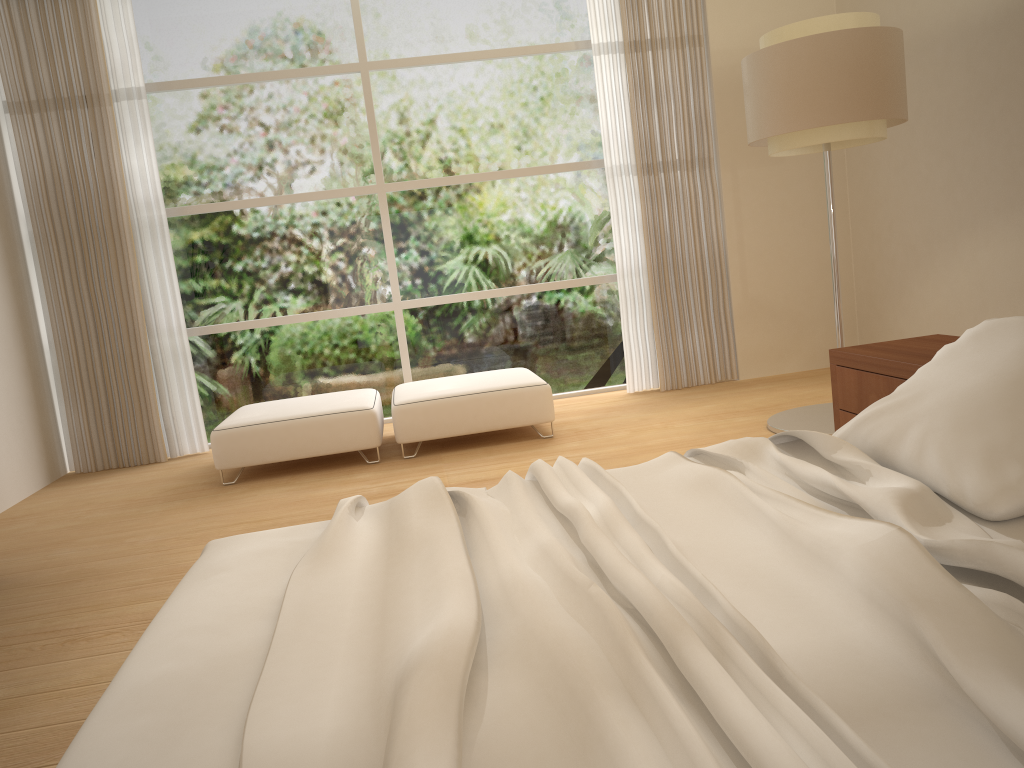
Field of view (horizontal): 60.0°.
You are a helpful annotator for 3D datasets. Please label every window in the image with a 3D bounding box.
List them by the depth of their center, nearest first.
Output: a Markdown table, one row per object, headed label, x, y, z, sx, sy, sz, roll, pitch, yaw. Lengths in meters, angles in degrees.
| label | x | y | z | sx | sy | sz | roll | pitch | yaw |
| --- | --- | --- | --- | --- | --- | --- | --- | --- | --- |
| window | -0.941 | -1.399 | 6.356 | 4.781 | 3.371 | 0.071 | -8 | 8 | -6 |

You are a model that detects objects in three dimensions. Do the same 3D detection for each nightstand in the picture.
| label | x | y | z | sx | sy | sz | roll | pitch | yaw |
| --- | --- | --- | --- | --- | --- | --- | --- | --- | --- |
| nightstand | 1.856 | 0.343 | 1.679 | 0.493 | 0.539 | 4.220 | -8 | 8 | -6 |

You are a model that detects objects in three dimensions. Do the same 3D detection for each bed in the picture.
| label | x | y | z | sx | sy | sz | roll | pitch | yaw |
| --- | --- | --- | --- | --- | --- | --- | --- | --- | --- |
| bed | 0.466 | 0.530 | 1.468 | 2.535 | 0.570 | 2.599 | -8 | 8 | -6 |

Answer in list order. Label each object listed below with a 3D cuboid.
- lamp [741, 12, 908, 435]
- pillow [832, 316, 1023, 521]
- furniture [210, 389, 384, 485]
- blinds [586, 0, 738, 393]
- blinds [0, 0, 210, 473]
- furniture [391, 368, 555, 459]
| label | x | y | z | sx | sy | sz | roll | pitch | yaw |
| --- | --- | --- | --- | --- | --- | --- | --- | --- | --- |
| lamp | 1.663 | -0.790 | 4.590 | 0.817 | 2.018 | 0.817 | -1 | 10 | 36 |
| pillow | 1.170 | 0.101 | 1.547 | 0.561 | 0.339 | 1.720 | -8 | 8 | -6 |
| furniture | -1.292 | 0.295 | 5.536 | 0.965 | 0.346 | 0.964 | -8 | 8 | -6 |
| blinds | 1.048 | -1.626 | 6.269 | 0.814 | 3.351 | 0.202 | -8 | 8 | -7 |
| blinds | -2.781 | -1.097 | 5.897 | 0.950 | 3.352 | 0.211 | -8 | 8 | -8 |
| furniture | -0.272 | 0.153 | 5.649 | 0.965 | 0.346 | 0.964 | -8 | 8 | -6 |
